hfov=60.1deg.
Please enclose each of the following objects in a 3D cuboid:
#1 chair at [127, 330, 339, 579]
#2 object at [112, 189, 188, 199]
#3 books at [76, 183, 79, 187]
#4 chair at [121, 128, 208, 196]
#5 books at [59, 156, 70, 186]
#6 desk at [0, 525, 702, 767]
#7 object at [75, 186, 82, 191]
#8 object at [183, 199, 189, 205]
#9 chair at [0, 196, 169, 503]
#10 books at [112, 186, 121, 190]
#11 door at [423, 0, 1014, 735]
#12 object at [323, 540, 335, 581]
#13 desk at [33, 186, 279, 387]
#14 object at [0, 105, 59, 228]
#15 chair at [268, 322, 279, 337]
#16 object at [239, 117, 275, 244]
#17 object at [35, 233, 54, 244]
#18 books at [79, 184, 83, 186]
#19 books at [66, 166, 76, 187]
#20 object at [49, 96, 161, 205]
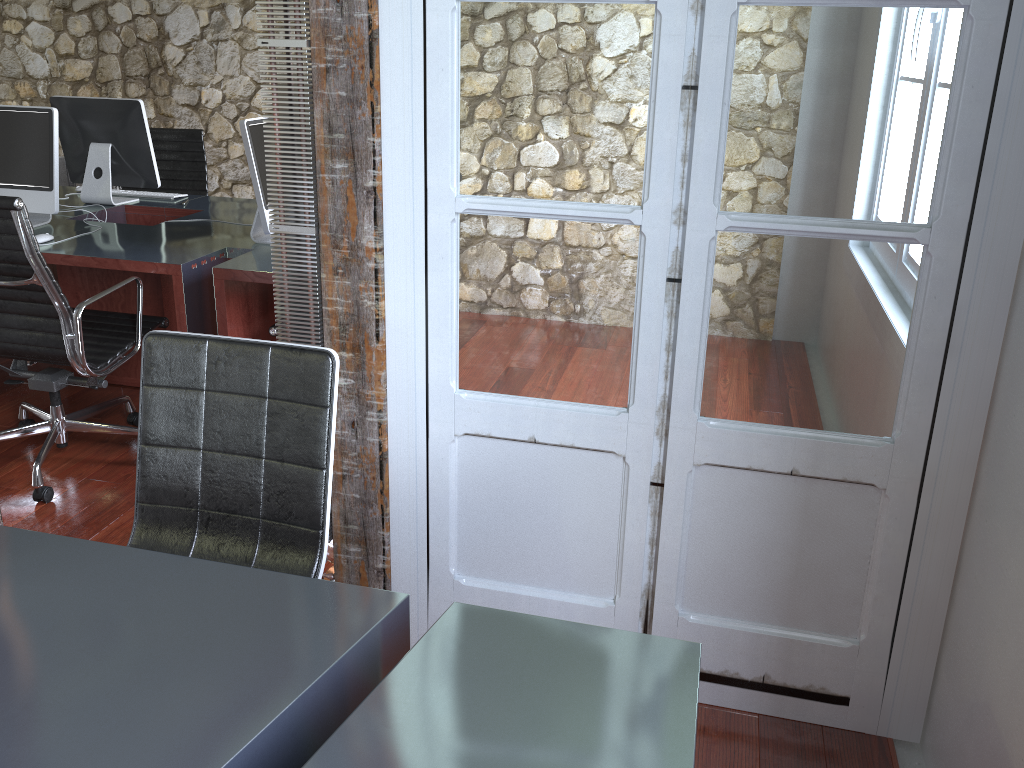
[{"bbox_3d":[-0.624,0.436,1.662,0.475,0.904,0.611,6,20,12],"label":"chair"},{"bbox_3d":[-1.847,-0.953,4.428,0.439,0.017,0.120,6,21,13],"label":"object"},{"bbox_3d":[-2.496,-1.162,5.280,0.025,0.309,0.269,6,20,12],"label":"books"},{"bbox_3d":[-1.874,-0.798,4.658,0.666,1.006,0.710,4,19,8],"label":"chair"},{"bbox_3d":[-2.588,-1.188,5.291,0.065,0.345,0.263,6,20,12],"label":"books"},{"bbox_3d":[-0.631,0.908,0.777,1.447,0.643,1.740,6,21,12],"label":"desk"},{"bbox_3d":[-2.164,-0.996,4.504,0.106,0.028,0.060,-8,23,-24],"label":"object"},{"bbox_3d":[-1.568,-0.877,4.259,0.011,0.011,0.151,-2,21,-10],"label":"object"},{"bbox_3d":[-1.611,-0.203,3.120,0.665,1.006,0.711,4,19,7],"label":"chair"},{"bbox_3d":[-2.278,-1.097,5.228,0.058,0.236,0.200,6,20,12],"label":"books"},{"bbox_3d":[0.342,-0.274,1.839,1.161,2.145,0.041,6,19,13],"label":"door"},{"bbox_3d":[-0.458,0.475,2.525,0.220,0.377,0.239,-1,19,-8],"label":"object"},{"bbox_3d":[-1.706,-0.383,3.977,2.510,0.716,1.321,6,21,12],"label":"desk"},{"bbox_3d":[-2.036,-0.885,3.600,0.484,0.477,0.192,6,19,13],"label":"object"},{"bbox_3d":[-0.546,-0.296,3.434,0.700,1.006,0.675,7,20,16],"label":"chair"},{"bbox_3d":[-0.904,-0.799,3.451,0.190,0.477,0.491,6,20,12],"label":"object"},{"bbox_3d":[-1.802,-0.560,3.393,0.059,0.028,0.108,6,21,11],"label":"object"},{"bbox_3d":[-2.474,-1.156,5.278,0.040,0.300,0.263,6,20,12],"label":"books"},{"bbox_3d":[-2.528,-1.172,5.277,0.060,0.327,0.253,6,20,12],"label":"books"},{"bbox_3d":[-1.920,-1.095,4.155,0.484,0.477,0.192,6,19,13],"label":"object"}]
